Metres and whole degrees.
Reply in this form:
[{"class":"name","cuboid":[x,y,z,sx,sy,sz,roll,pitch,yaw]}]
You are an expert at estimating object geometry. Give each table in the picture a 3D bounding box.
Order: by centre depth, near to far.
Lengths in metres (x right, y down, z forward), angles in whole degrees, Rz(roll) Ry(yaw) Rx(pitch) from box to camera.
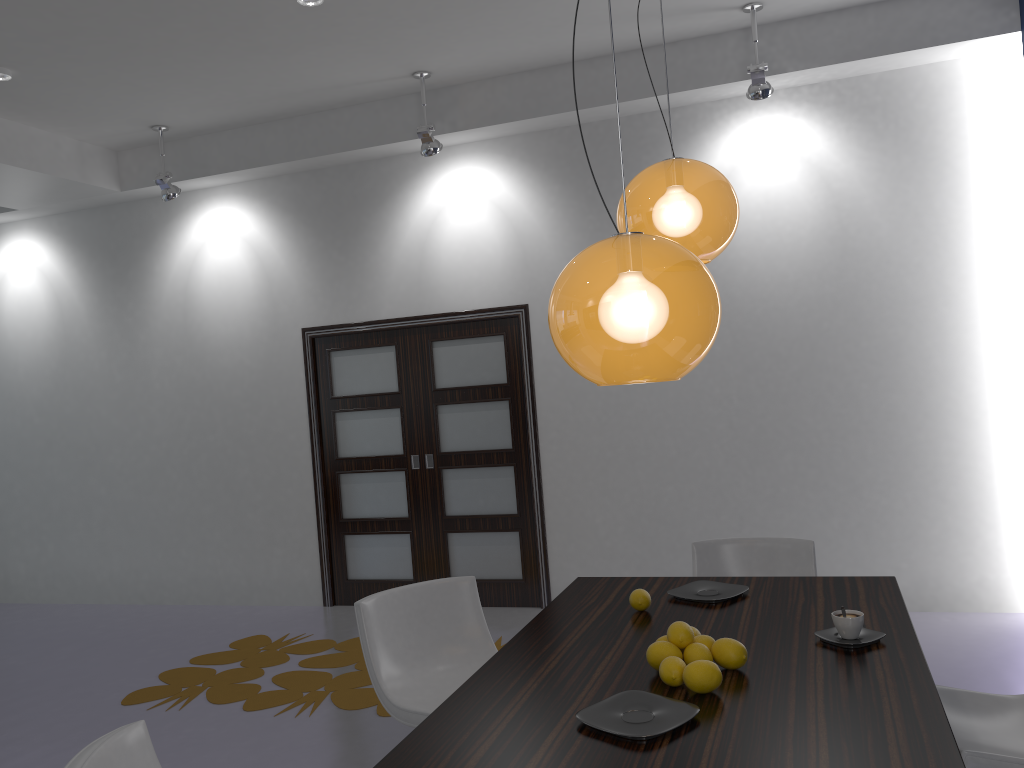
[{"class":"table","cuboid":[0.482,1.118,2.253,1.127,0.783,2.046,-4,0,19]}]

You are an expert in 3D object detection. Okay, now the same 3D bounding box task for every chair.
[{"class":"chair","cuboid":[-0.632,1.195,1.954,0.620,0.805,0.508,-5,0,-11]},{"class":"chair","cuboid":[1.499,1.026,2.432,0.620,0.805,0.508,-4,0,14]},{"class":"chair","cuboid":[-0.204,1.157,3.181,0.508,0.805,0.620,-5,0,-36]},{"class":"chair","cuboid":[0.976,1.064,3.549,0.508,0.805,0.620,-4,0,19]}]

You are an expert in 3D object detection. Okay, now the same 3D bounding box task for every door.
[{"class":"door","cuboid":[-0.609,0.549,6.360,1.764,2.061,0.220,-4,0,19]}]

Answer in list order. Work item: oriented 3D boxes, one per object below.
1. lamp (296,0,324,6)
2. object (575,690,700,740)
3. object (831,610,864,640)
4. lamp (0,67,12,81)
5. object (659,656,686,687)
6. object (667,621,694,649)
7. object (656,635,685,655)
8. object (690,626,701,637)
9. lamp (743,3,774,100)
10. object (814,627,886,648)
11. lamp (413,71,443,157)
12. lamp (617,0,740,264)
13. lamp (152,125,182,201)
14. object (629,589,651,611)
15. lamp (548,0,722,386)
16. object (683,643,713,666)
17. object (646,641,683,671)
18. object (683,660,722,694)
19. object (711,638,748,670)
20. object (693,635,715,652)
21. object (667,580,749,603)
[{"class":"lamp","cuboid":[-0.979,-1.876,4.299,0.132,0.035,0.132,-5,0,-28]},{"class":"object","cuboid":[0.278,0.735,1.963,0.232,0.020,0.232,-5,0,-43]},{"class":"object","cuboid":[0.902,0.653,2.401,0.101,0.064,0.081,-4,0,44]},{"class":"lamp","cuboid":[-2.866,-1.730,4.946,0.132,0.035,0.132,-5,0,-9]},{"class":"object","cuboid":[0.393,0.699,2.154,0.070,0.068,0.083,-4,0,23]},{"class":"object","cuboid":[0.435,0.649,2.289,0.070,0.068,0.083,-4,0,23]},{"class":"object","cuboid":[0.415,0.696,2.337,0.083,0.068,0.070,-5,0,-12]},{"class":"object","cuboid":[0.480,0.691,2.397,0.070,0.068,0.083,-4,0,23]},{"class":"lamp","cuboid":[1.353,-1.821,4.904,0.150,0.511,0.185,-4,0,19]},{"class":"object","cuboid":[0.911,0.683,2.394,0.154,0.020,0.154,-5,0,-26]},{"class":"lamp","cuboid":[-0.534,-1.676,5.551,0.150,0.511,0.185,-4,0,19]},{"class":"lamp","cuboid":[0.438,-1.173,2.628,0.359,1.645,0.358,-4,0,30]},{"class":"lamp","cuboid":[-2.420,-1.530,6.199,0.150,0.511,0.185,-4,0,19]},{"class":"object","cuboid":[0.413,0.695,2.851,0.070,0.068,0.083,-4,0,23]},{"class":"lamp","cuboid":[0.189,-0.986,1.853,0.358,1.974,0.359,-4,0,24]},{"class":"object","cuboid":[0.469,0.691,2.232,0.069,0.071,0.081,-4,0,-4]},{"class":"object","cuboid":[0.387,0.693,2.250,0.094,0.080,0.076,-4,0,20]},{"class":"object","cuboid":[0.449,0.690,2.091,0.094,0.077,0.079,-5,0,-7]},{"class":"object","cuboid":[0.549,0.682,2.241,0.079,0.077,0.094,-5,0,-27]},{"class":"object","cuboid":[0.495,0.690,2.310,0.083,0.068,0.070,-5,0,-12]},{"class":"object","cuboid":[0.659,0.701,2.984,0.232,0.020,0.232,-5,0,-43]}]
